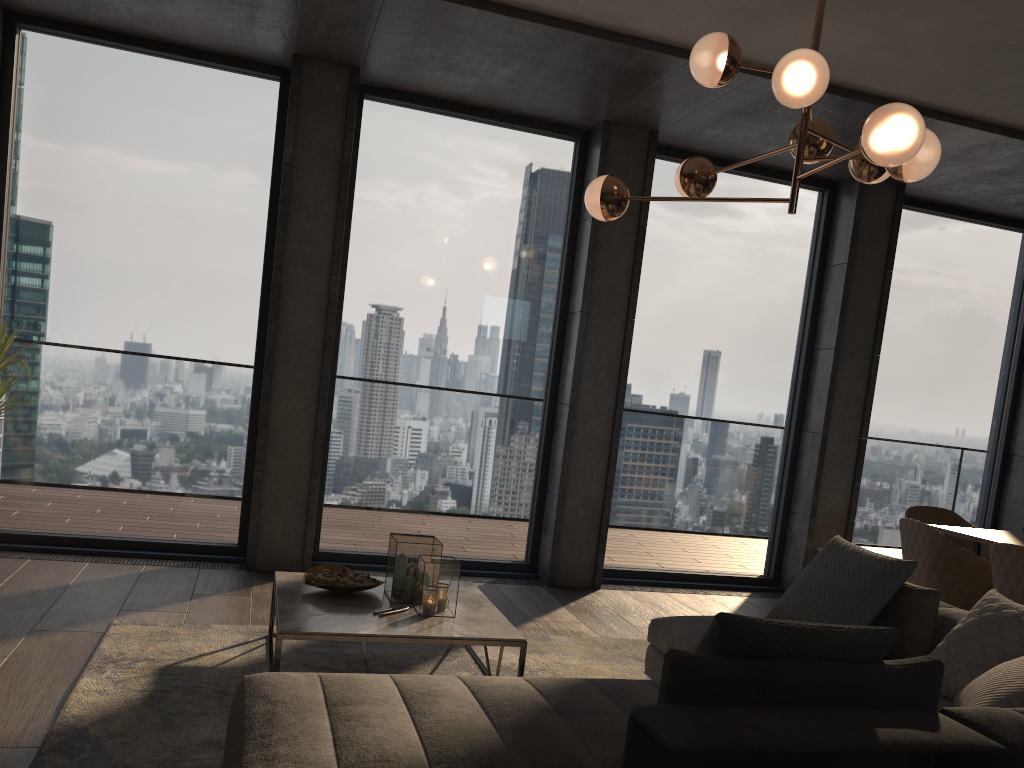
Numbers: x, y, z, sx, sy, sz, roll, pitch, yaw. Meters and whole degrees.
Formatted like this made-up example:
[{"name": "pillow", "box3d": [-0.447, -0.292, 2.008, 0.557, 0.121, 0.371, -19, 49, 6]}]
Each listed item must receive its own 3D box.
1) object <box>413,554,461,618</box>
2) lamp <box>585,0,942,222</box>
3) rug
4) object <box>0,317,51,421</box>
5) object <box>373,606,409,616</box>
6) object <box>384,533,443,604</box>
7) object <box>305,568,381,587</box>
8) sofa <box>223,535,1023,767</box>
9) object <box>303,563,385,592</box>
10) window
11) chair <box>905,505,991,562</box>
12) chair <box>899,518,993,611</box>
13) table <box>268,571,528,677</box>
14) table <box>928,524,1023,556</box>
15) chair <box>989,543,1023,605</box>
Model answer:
[{"name": "object", "box3d": [-0.308, 0.825, 3.613, 0.150, 0.222, 0.147, 6, 3, -16]}, {"name": "lamp", "box3d": [1.143, -1.134, 3.483, 1.018, 1.045, 1.452, 5, 2, -40]}, {"name": "rug", "box3d": [-0.073, 1.281, 3.609, 3.150, 0.020, 1.718, 7, 0, -16]}, {"name": "object", "box3d": [-2.869, 0.274, 4.266, 1.021, 1.370, 0.949, 7, 3, 15]}, {"name": "object", "box3d": [-0.479, 0.910, 3.543, 0.046, 0.012, 0.181, 7, 0, 35]}, {"name": "object", "box3d": [-0.425, 0.792, 3.791, 0.197, 0.263, 0.198, 6, 3, -16]}, {"name": "object", "box3d": [-0.726, 0.849, 3.777, 0.325, 0.072, 0.275, 7, 0, -27]}, {"name": "sofa", "box3d": [0.596, 0.965, 2.905, 2.917, 0.789, 2.010, 7, 0, -17]}, {"name": "object", "box3d": [-0.718, 0.848, 3.781, 0.348, 0.084, 0.344, 7, 0, -39]}, {"name": "window", "box3d": [0.512, -0.147, 6.013, 7.282, 3.022, 0.197, 7, 5, -16]}, {"name": "chair", "box3d": [2.652, 1.194, 5.395, 0.556, 0.842, 0.506, 6, 4, -12]}, {"name": "chair", "box3d": [2.278, 1.146, 4.626, 0.511, 0.842, 0.551, 6, 3, -7]}, {"name": "table", "box3d": [-0.527, 1.068, 3.706, 0.932, 0.311, 0.924, 7, 0, -16]}, {"name": "table", "box3d": [2.894, 1.252, 4.520, 0.771, 0.773, 1.457, 6, 1, -16]}, {"name": "chair", "box3d": [2.447, 1.163, 4.042, 0.511, 0.842, 0.550, 5, 4, -22]}]
